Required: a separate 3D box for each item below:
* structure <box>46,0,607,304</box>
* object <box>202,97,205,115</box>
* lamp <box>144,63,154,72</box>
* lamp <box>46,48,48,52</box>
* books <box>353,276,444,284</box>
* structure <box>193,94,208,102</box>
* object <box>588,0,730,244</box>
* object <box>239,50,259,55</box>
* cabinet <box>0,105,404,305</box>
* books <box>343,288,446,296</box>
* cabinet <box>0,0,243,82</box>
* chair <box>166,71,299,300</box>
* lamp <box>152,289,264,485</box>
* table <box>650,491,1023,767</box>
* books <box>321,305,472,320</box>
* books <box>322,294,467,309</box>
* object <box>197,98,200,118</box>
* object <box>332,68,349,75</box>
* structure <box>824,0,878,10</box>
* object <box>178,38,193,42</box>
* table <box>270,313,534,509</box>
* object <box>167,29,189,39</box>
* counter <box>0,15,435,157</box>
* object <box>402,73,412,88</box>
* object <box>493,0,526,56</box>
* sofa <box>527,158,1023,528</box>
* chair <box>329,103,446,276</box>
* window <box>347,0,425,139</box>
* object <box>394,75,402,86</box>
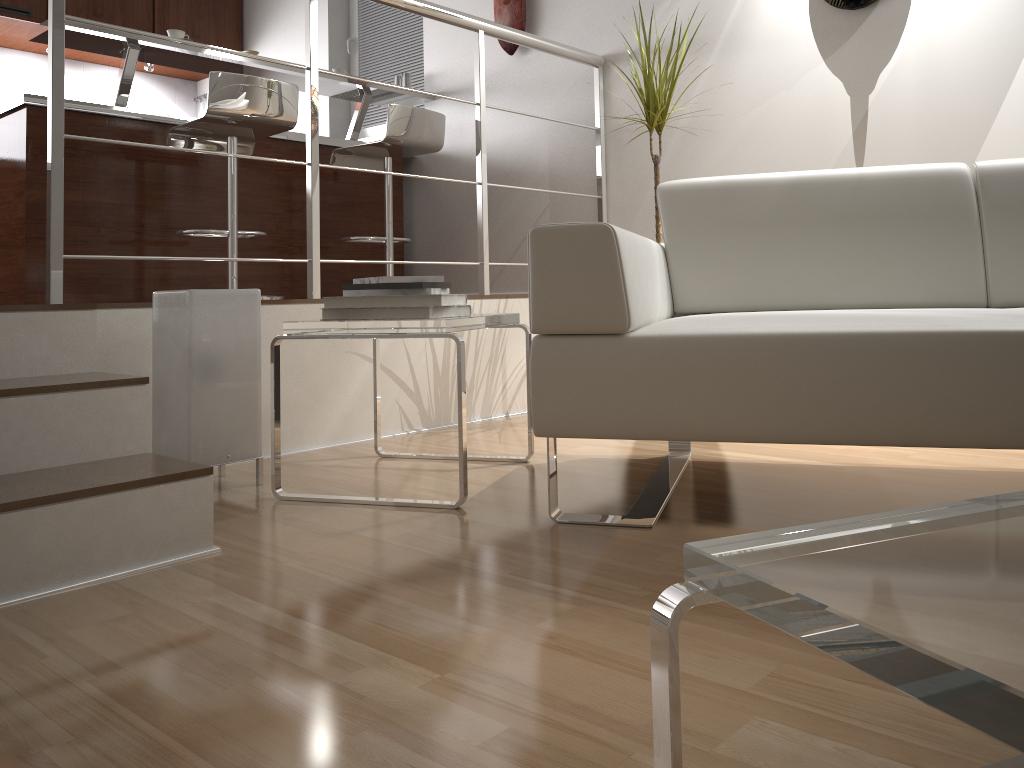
[{"bbox_3d":[-0.378,-0.823,2.997,0.057,1.054,2.330,-4,1,42],"label":"structure"},{"bbox_3d":[-2.160,-1.824,6.128,0.033,0.380,0.008,-4,-4,42],"label":"object"},{"bbox_3d":[-2.298,-2.039,5.549,0.080,0.125,0.080,-1,-1,-8],"label":"lamp"},{"bbox_3d":[-2.687,-1.987,5.120,0.080,0.125,0.080,-1,-1,-8],"label":"lamp"},{"bbox_3d":[-0.276,-0.250,2.111,0.152,0.014,0.217,-4,6,-28],"label":"books"},{"bbox_3d":[-2.039,-2.013,6.062,0.597,0.034,0.049,4,5,42],"label":"structure"},{"bbox_3d":[0.502,-0.604,3.028,0.502,1.483,0.437,0,-3,-35],"label":"object"},{"bbox_3d":[-1.198,-1.478,3.972,0.129,0.042,0.140,3,7,44],"label":"object"},{"bbox_3d":[-1.426,-0.766,4.153,0.632,0.752,1.853,-1,4,42],"label":"cabinet"},{"bbox_3d":[-0.276,-0.221,2.109,0.216,0.014,0.152,0,6,12],"label":"books"},{"bbox_3d":[-2.958,-2.360,5.114,0.649,0.637,2.726,0,5,42],"label":"cabinet"},{"bbox_3d":[-1.092,-0.750,3.440,0.388,0.853,0.424,0,-2,-44],"label":"chair"},{"bbox_3d":[-0.746,0.009,2.147,0.198,0.484,0.192,-3,-3,42],"label":"lamp"},{"bbox_3d":[0.609,0.258,0.502,0.795,0.250,0.701,-3,5,-23],"label":"table"},{"bbox_3d":[-0.275,-0.172,2.106,0.287,0.027,0.228,1,6,22],"label":"books"},{"bbox_3d":[-0.275,-0.200,2.108,0.287,0.027,0.228,0,6,12],"label":"books"},{"bbox_3d":[-2.219,-1.824,6.164,0.064,0.384,0.033,-4,-4,42],"label":"object"},{"bbox_3d":[-0.840,-1.516,4.290,0.079,0.046,0.067,-2,3,-11],"label":"object"},{"bbox_3d":[1.208,-1.487,3.094,0.316,0.318,0.069,0,-1,42],"label":"structure"},{"bbox_3d":[-1.400,-1.413,3.617,0.140,0.008,0.130,4,8,44],"label":"object"},{"bbox_3d":[-0.246,0.033,2.184,0.464,0.402,0.551,-1,3,17],"label":"table"},{"bbox_3d":[-1.387,-1.437,3.627,0.079,0.046,0.067,-2,3,-4],"label":"object"},{"bbox_3d":[-1.310,-1.311,4.219,0.838,0.319,2.108,3,7,42],"label":"counter"},{"bbox_3d":[-0.558,-1.587,4.638,0.052,0.112,0.052,-2,-2,26],"label":"object"},{"bbox_3d":[-0.016,-1.967,4.207,0.151,0.794,0.150,-1,-3,-3],"label":"object"},{"bbox_3d":[1.005,-0.125,1.777,1.780,0.743,0.908,0,2,17],"label":"sofa"},{"bbox_3d":[-0.558,-0.822,4.030,0.424,0.853,0.387,-2,-2,38],"label":"chair"},{"bbox_3d":[-0.684,-2.038,5.087,0.840,1.274,0.142,-2,-3,42],"label":"window"},{"bbox_3d":[-0.606,-1.588,4.672,0.052,0.110,0.052,-2,-2,26],"label":"object"}]
